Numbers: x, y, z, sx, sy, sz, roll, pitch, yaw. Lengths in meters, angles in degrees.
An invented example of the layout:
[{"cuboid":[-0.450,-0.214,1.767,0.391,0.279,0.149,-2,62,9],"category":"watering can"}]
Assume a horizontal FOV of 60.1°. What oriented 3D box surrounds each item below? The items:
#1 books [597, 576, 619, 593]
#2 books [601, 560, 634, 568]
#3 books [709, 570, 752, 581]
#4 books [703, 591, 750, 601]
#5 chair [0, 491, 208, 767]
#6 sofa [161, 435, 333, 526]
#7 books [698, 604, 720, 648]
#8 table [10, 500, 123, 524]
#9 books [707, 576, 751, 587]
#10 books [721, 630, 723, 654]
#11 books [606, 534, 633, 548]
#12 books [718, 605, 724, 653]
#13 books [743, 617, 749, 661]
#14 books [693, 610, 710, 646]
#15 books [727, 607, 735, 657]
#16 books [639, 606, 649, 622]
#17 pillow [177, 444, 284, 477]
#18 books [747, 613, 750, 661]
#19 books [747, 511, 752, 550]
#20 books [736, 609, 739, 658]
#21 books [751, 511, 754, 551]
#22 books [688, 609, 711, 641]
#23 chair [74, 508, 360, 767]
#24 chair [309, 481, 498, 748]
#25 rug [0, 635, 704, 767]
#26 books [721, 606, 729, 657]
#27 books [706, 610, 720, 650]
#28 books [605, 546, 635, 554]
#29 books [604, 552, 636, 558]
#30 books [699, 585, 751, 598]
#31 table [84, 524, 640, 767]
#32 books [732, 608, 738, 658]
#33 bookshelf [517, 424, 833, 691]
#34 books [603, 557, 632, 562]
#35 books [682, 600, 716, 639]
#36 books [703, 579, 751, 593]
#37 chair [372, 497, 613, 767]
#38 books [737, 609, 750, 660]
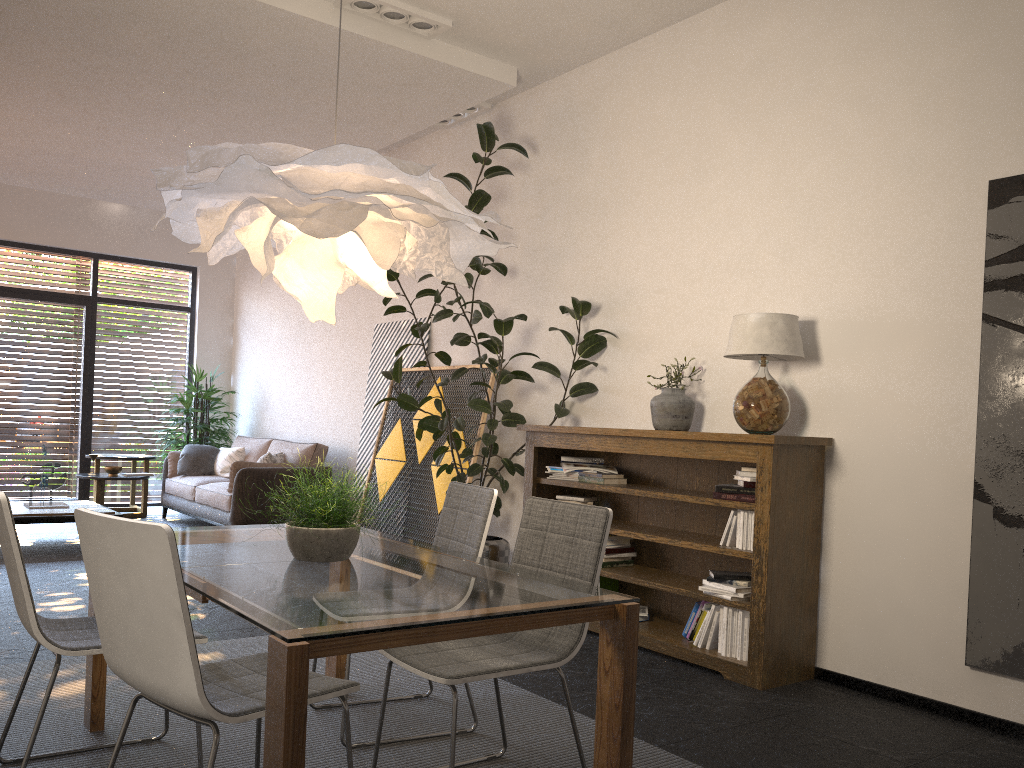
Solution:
[{"cuboid":[0.552,1.220,5.203,0.167,0.241,0.104,3,0,-37],"category":"books"},{"cuboid":[0.561,1.042,5.188,0.243,0.034,0.179,4,-3,-35],"category":"books"},{"cuboid":[1.098,0.948,4.380,0.221,0.023,0.147,2,-3,4],"category":"books"},{"cuboid":[1.066,1.034,4.355,0.155,0.020,0.205,4,-3,-27],"category":"books"},{"cuboid":[-1.311,0.777,2.770,0.602,0.920,0.474,3,0,-34],"category":"chair"},{"cuboid":[-2.691,0.995,8.862,0.995,0.919,2.319,3,-2,-37],"category":"sofa"},{"cuboid":[1.033,1.208,4.445,0.175,0.235,0.100,3,0,-37],"category":"books"},{"cuboid":[-3.932,1.176,7.364,1.050,0.307,1.115,4,-3,-37],"category":"table"},{"cuboid":[1.090,0.971,4.383,0.205,0.022,0.155,1,-3,33],"category":"books"},{"cuboid":[1.093,1.223,4.367,0.155,0.205,0.020,3,0,-37],"category":"books"},{"cuboid":[0.588,0.916,5.199,0.217,0.069,0.158,4,-2,-27],"category":"books"},{"cuboid":[1.095,1.206,4.400,0.175,0.243,0.024,3,0,-37],"category":"books"},{"cuboid":[1.171,1.222,4.264,0.155,0.205,0.020,3,0,-37],"category":"books"},{"cuboid":[1.010,1.228,4.478,0.155,0.194,0.104,3,0,-37],"category":"books"},{"cuboid":[1.119,1.204,4.331,0.175,0.244,0.019,3,0,-37],"category":"books"},{"cuboid":[0.653,1.309,5.048,0.258,0.050,0.270,2,-3,8],"category":"books"},{"cuboid":[-2.807,0.802,8.813,0.619,0.343,1.891,4,-3,-37],"category":"pillow"},{"cuboid":[1.202,1.204,4.258,0.175,0.243,0.024,3,0,-37],"category":"books"},{"cuboid":[1.192,0.706,4.284,0.135,0.189,0.015,3,0,-37],"category":"books"},{"cuboid":[1.162,1.205,4.311,0.175,0.243,0.024,3,0,-37],"category":"books"},{"cuboid":[1.201,0.705,4.249,0.135,0.189,0.015,3,0,-37],"category":"books"},{"cuboid":[1.007,1.240,4.537,0.146,0.183,0.147,3,-1,-34],"category":"books"},{"cuboid":[-0.748,0.779,2.257,0.474,0.920,0.602,2,0,39],"category":"chair"},{"cuboid":[-0.422,0.846,3.422,0.602,0.920,0.474,3,0,-27],"category":"chair"},{"cuboid":[-0.630,1.265,2.825,2.374,0.006,3.683,4,-3,-37],"category":"rug"},{"cuboid":[1.099,1.203,4.343,0.175,0.243,0.024,3,0,-37],"category":"books"},{"cuboid":[1.049,1.225,4.426,0.155,0.203,0.072,3,0,-37],"category":"books"},{"cuboid":[0.575,0.964,5.184,0.225,0.029,0.179,4,-3,-34],"category":"books"},{"cuboid":[0.579,0.991,5.193,0.243,0.024,0.175,4,-3,-30],"category":"books"},{"cuboid":[1.070,1.014,4.350,0.243,0.019,0.175,0,-4,43],"category":"books"},{"cuboid":[-0.609,0.911,2.805,0.998,0.714,1.798,4,-2,-37],"category":"table"},{"cuboid":[1.145,1.204,4.326,0.175,0.244,0.019,3,0,-37],"category":"books"},{"cuboid":[0.759,0.840,4.889,0.451,1.172,1.917,2,-1,-37],"category":"bookshelf"},{"cuboid":[0.564,1.014,5.197,0.227,0.024,0.166,5,-3,-39],"category":"books"},{"cuboid":[1.003,1.219,4.620,0.172,0.227,0.164,3,-1,-37],"category":"books"},{"cuboid":[1.087,0.993,4.364,0.175,0.024,0.243,4,-3,-27],"category":"books"},{"cuboid":[-0.057,0.833,2.778,0.602,0.920,0.474,3,0,-37],"category":"chair"},{"cuboid":[1.157,1.203,4.281,0.175,0.244,0.019,3,0,-37],"category":"books"}]
